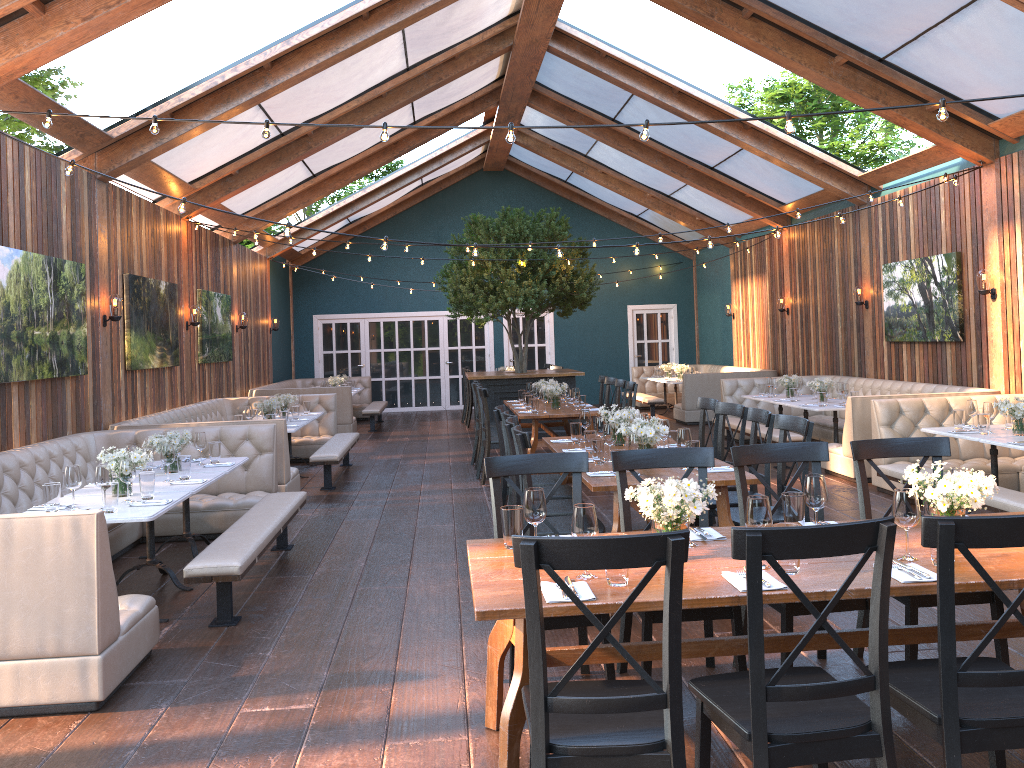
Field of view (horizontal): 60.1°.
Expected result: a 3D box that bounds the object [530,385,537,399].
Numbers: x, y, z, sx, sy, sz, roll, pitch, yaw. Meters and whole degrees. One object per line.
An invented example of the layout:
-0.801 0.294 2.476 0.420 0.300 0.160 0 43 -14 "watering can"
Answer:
0.263 0.135 10.729 0.092 0.245 0.092 -2 0 -7 "object"

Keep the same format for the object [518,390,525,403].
0.125 0.157 11.232 0.092 0.158 0.092 -2 0 12 "object"

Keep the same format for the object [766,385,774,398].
3.343 0.096 11.457 0.092 0.158 0.092 -2 0 -18 "object"

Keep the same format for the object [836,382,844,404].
3.769 0.106 10.149 0.092 0.245 0.092 -2 -1 43 "object"

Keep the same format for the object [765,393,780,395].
3.504 0.137 11.913 0.157 0.019 0.255 -2 3 -4 "object"

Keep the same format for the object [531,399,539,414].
0.248 0.239 9.543 0.091 0.158 0.092 -2 0 32 "object"

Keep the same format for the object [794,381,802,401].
3.477 0.084 10.758 0.092 0.245 0.092 -2 -1 43 "object"

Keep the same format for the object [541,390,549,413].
0.358 0.188 9.641 0.092 0.245 0.092 -2 0 -2 "object"

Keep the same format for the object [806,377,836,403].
3.633 0.066 10.385 0.336 0.310 0.329 -2 1 12 "object"

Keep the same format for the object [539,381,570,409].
0.481 0.129 10.062 0.328 0.310 0.336 -1 1 33 "object"

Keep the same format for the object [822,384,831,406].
3.543 0.123 9.964 0.092 0.245 0.092 -2 0 -2 "object"

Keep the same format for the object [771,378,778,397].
3.424 0.047 11.529 0.092 0.245 0.092 -2 -1 43 "object"

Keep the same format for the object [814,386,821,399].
3.794 0.106 10.968 0.092 0.158 0.092 -2 0 -18 "object"

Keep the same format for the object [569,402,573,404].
0.771 0.229 10.826 0.255 0.019 0.157 -2 3 -4 "object"

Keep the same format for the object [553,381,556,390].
0.541 0.086 11.501 0.092 0.245 0.092 -2 0 -24 "object"

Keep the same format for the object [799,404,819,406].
3.403 0.236 10.045 0.255 0.019 0.157 -2 3 -4 "object"

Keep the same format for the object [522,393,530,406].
0.173 0.185 10.644 0.092 0.158 0.092 -2 0 2 "object"

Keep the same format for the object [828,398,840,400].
3.857 0.182 10.812 0.255 0.019 0.157 -2 3 -4 "object"

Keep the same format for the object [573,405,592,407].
0.806 0.252 10.289 0.255 0.019 0.157 -2 3 -4 "object"

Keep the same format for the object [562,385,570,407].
0.634 0.140 10.375 0.092 0.245 0.092 -2 -1 38 "object"

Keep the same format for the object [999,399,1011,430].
4.008 0.250 7.185 0.092 0.245 0.092 -2 -1 43 "object"

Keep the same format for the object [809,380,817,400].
3.710 0.069 10.897 0.092 0.245 0.092 -2 -1 43 "object"

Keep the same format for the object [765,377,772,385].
3.418 0.034 11.771 0.092 0.245 0.092 -2 -1 43 "object"

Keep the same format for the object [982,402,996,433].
3.785 0.266 7.019 0.092 0.245 0.092 -2 -1 43 "object"

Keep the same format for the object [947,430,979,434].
3.645 0.379 7.100 0.255 0.019 0.157 -2 3 -4 "object"

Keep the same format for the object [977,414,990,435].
3.704 0.315 6.946 0.092 0.158 0.092 -2 0 -18 "object"

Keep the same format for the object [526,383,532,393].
0.225 0.106 11.322 0.092 0.245 0.092 -2 -1 43 "object"

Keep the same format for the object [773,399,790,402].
3.337 0.197 10.839 0.255 0.019 0.157 -2 3 -4 "object"

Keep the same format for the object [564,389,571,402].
0.690 0.147 10.984 0.092 0.158 0.092 -2 0 22 "object"

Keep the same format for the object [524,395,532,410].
0.188 0.211 10.124 0.092 0.158 0.092 -2 0 22 "object"

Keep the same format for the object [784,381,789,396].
3.647 0.031 11.695 0.092 0.245 0.092 -2 -1 43 "object"

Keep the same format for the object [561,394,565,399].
0.673 0.121 11.572 0.092 0.158 0.092 -2 0 22 "object"

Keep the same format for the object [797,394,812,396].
3.794 0.143 11.610 0.255 0.019 0.157 -2 3 -4 "object"

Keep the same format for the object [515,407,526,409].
0.156 0.273 10.302 0.255 0.019 0.157 -2 3 -4 "object"

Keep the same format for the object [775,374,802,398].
3.556 0.019 11.341 0.336 0.310 0.329 -2 1 8 "object"

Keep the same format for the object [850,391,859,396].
3.810 0.164 9.832 0.091 0.158 0.092 -2 0 32 "object"

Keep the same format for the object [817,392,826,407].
3.462 0.172 9.892 0.092 0.158 0.092 -2 0 -18 "object"

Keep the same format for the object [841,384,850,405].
3.737 0.119 9.915 0.092 0.245 0.092 -2 -1 43 "object"

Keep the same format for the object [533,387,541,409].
0.288 0.160 10.228 0.092 0.245 0.092 -2 0 -2 "object"

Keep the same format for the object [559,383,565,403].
0.624 0.115 10.905 0.092 0.245 0.092 -2 0 -7 "object"

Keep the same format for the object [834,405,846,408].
3.658 0.242 9.770 0.157 0.019 0.255 -2 3 -4 "object"

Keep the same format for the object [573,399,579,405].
0.760 0.175 10.453 0.092 0.158 0.091 -2 0 -38 "object"

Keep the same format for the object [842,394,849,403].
3.853 0.142 10.220 0.092 0.158 0.092 -2 0 -18 "object"

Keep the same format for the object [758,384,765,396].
3.347 0.075 11.853 0.092 0.158 0.092 -2 0 -18 "object"

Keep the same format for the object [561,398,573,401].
0.714 0.198 11.405 0.255 0.019 0.157 -2 3 -4 "object"

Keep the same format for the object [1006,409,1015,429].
4.092 0.286 7.256 0.092 0.158 0.092 -2 0 -18 "object"

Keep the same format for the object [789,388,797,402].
3.396 0.134 10.685 0.092 0.158 0.092 -2 0 -18 "object"

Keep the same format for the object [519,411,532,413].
0.200 0.301 9.721 0.255 0.019 0.157 -2 3 -4 "object"

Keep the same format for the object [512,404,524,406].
0.127 0.248 10.813 0.255 0.019 0.157 -2 3 -4 "object"

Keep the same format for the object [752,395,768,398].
3.284 0.160 11.610 0.255 0.019 0.157 -2 3 -4 "object"

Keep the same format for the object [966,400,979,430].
3.779 0.254 7.261 0.092 0.245 0.092 -2 -1 43 "object"

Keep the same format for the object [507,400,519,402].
0.061 0.219 11.413 0.255 0.019 0.157 -2 3 -4 "object"

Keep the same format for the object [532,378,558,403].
0.427 0.077 11.110 0.336 0.310 0.329 -2 1 -9 "object"

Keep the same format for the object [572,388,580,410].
0.710 0.167 9.808 0.092 0.245 0.092 -2 0 21 "object"
